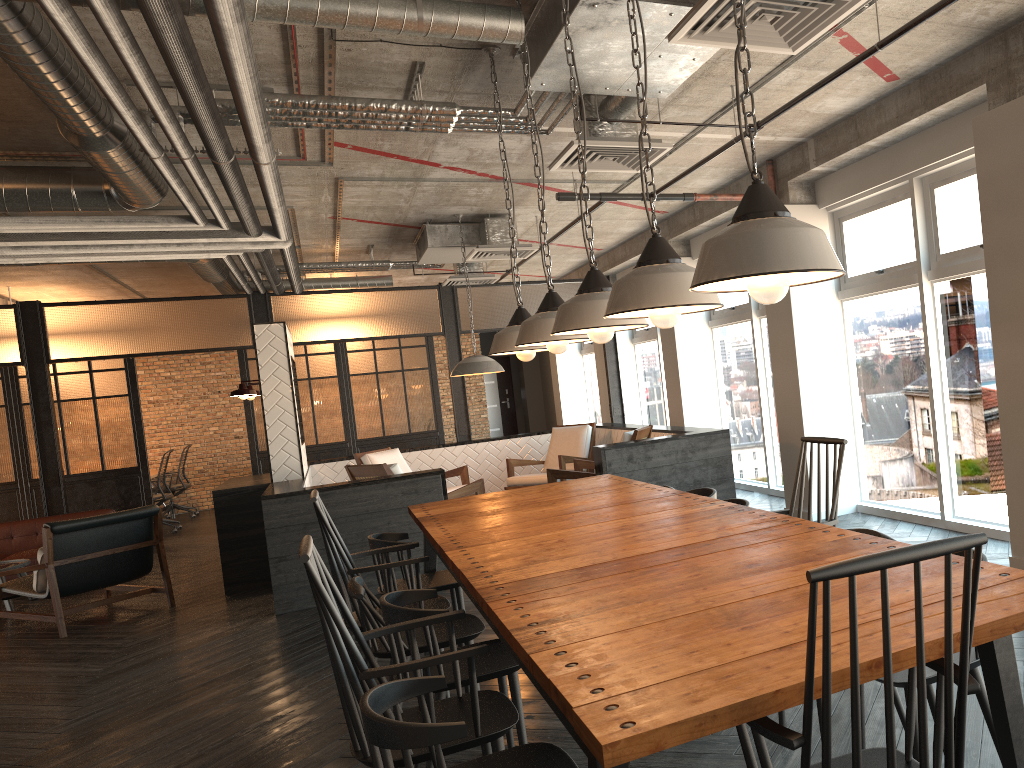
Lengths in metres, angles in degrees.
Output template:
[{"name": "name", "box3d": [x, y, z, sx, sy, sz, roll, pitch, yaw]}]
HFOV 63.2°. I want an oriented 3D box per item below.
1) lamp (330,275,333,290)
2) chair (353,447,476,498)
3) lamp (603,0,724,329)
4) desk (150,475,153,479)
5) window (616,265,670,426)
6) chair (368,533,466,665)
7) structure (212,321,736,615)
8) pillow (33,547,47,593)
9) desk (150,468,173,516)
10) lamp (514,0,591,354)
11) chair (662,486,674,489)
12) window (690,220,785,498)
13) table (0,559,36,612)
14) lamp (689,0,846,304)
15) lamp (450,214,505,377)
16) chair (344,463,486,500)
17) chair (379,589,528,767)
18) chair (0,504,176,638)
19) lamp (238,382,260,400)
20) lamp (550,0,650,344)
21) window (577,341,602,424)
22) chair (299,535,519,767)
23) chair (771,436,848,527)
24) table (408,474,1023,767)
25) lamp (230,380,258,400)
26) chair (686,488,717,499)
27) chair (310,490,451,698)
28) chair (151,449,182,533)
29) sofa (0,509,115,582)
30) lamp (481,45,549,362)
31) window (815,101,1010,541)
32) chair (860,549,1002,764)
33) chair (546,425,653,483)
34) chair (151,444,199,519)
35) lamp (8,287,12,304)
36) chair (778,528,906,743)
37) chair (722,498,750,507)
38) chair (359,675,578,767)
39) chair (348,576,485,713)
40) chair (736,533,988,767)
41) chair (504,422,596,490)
[{"name": "lamp", "box3d": [-2.628, -0.954, 12.290, 0.332, 0.858, 3.057, -7, 0, -13]}, {"name": "chair", "box3d": [-0.965, 1.080, 8.383, 0.867, 0.908, 0.780, -6, 1, 19]}, {"name": "lamp", "box3d": [0.366, -1.030, 2.471, 0.419, 1.740, 0.312, -8, 2, -31]}, {"name": "desk", "box3d": [-5.101, 1.620, 10.433, 0.896, 0.721, 1.470, -6, 0, -16]}, {"name": "window", "box3d": [2.029, -0.205, 11.109, 0.273, 2.878, 2.231, -7, 1, -13]}, {"name": "chair", "box3d": [-0.431, 1.083, 4.144, 0.500, 0.738, 0.332, -7, 2, -21]}, {"name": "structure", "box3d": [-0.486, 0.420, 8.021, 4.453, 2.117, 3.288, -6, 0, -20]}, {"name": "pillow", "box3d": [-3.097, 1.291, 6.128, 0.219, 0.334, 0.775, -5, 0, 39]}, {"name": "desk", "box3d": [-5.419, 1.662, 11.872, 0.896, 0.721, 1.470, -6, 0, -16]}, {"name": "lamp", "box3d": [0.107, -0.995, 3.643, 0.376, 1.740, 0.355, -7, 2, -1]}, {"name": "chair", "box3d": [0.728, 0.971, 4.726, 0.521, 0.727, 0.332, -7, 2, -21]}, {"name": "window", "box3d": [2.573, -0.278, 8.648, 0.273, 2.878, 2.231, -7, 1, -13]}, {"name": "table", "box3d": [-4.361, 1.692, 6.760, 0.808, 0.372, 0.619, -6, 0, -25]}, {"name": "lamp", "box3d": [0.496, -1.047, 1.883, 0.333, 1.740, 0.399, -6, 2, 23]}, {"name": "lamp", "box3d": [-0.420, -0.865, 8.053, 0.552, 1.547, 0.466, -7, 2, -12]}, {"name": "chair", "box3d": [-0.760, 1.050, 6.987, 0.615, 0.908, 1.082, -5, 1, 42]}, {"name": "chair", "box3d": [-0.165, 1.046, 2.829, 0.500, 0.738, 0.332, -7, 2, -21]}, {"name": "chair", "box3d": [-3.237, 1.360, 6.227, 0.883, 0.796, 0.855, -6, 1, 35]}, {"name": "lamp", "box3d": [-2.353, 0.061, 7.520, 0.167, 0.172, 0.261, -6, 1, 38]}, {"name": "lamp", "box3d": [0.237, -1.012, 3.057, 0.390, 1.740, 0.341, -7, 2, -8]}, {"name": "window", "box3d": [1.485, -0.133, 13.570, 0.273, 2.878, 2.231, -7, 1, -13]}, {"name": "chair", "box3d": [-0.248, 0.903, 2.303, 0.550, 1.034, 0.407, -7, 2, -20]}, {"name": "chair", "box3d": [1.156, 0.764, 3.474, 0.550, 1.034, 0.407, -7, 2, -20]}, {"name": "table", "box3d": [0.415, 0.961, 3.261, 1.328, 0.792, 3.358, -6, 0, -14]}, {"name": "lamp", "box3d": [-2.214, 0.042, 6.891, 0.167, 0.172, 0.261, -6, 1, 38]}, {"name": "chair", "box3d": [0.888, 0.946, 4.366, 0.500, 0.738, 0.332, -7, 2, -21]}, {"name": "chair", "box3d": [-0.537, 0.942, 3.608, 0.550, 1.034, 0.407, -7, 2, -20]}, {"name": "chair", "box3d": [-4.686, 1.404, 10.628, 0.785, 1.064, 0.615, -7, 1, -20]}, {"name": "sofa", "box3d": [-4.572, 1.588, 7.569, 1.820, 0.638, 0.594, -6, 1, -23]}, {"name": "lamp", "box3d": [-0.022, -0.978, 4.229, 0.376, 1.740, 0.355, -7, 2, -1]}, {"name": "window", "box3d": [3.115, -0.350, 6.192, 0.273, 2.878, 2.231, -7, 1, -13]}, {"name": "chair", "box3d": [1.241, 0.897, 2.505, 0.500, 0.738, 0.332, -7, 2, -21]}, {"name": "chair", "box3d": [0.834, 0.888, 7.689, 0.890, 0.908, 0.761, -6, 1, 14]}, {"name": "chair", "box3d": [-5.008, 1.447, 12.083, 0.785, 1.064, 0.615, -7, 1, -20]}, {"name": "lamp", "box3d": [-5.909, -0.620, 10.777, 0.332, 0.858, 3.057, -7, 0, -13]}, {"name": "chair", "box3d": [1.149, 0.916, 2.968, 0.521, 0.727, 0.332, -7, 2, -21]}, {"name": "chair", "box3d": [0.928, 0.939, 3.893, 0.500, 0.738, 0.332, -7, 2, -21]}, {"name": "chair", "box3d": [-0.061, 1.030, 1.905, 0.500, 0.738, 0.332, -7, 2, -21]}, {"name": "chair", "box3d": [-0.341, 1.073, 3.229, 0.521, 0.727, 0.332, -7, 2, -21]}, {"name": "chair", "box3d": [0.702, 0.800, 1.661, 0.504, 1.034, 0.445, -7, 2, -14]}, {"name": "chair", "box3d": [0.489, 0.933, 9.140, 0.631, 0.908, 1.060, -6, 1, 33]}]
